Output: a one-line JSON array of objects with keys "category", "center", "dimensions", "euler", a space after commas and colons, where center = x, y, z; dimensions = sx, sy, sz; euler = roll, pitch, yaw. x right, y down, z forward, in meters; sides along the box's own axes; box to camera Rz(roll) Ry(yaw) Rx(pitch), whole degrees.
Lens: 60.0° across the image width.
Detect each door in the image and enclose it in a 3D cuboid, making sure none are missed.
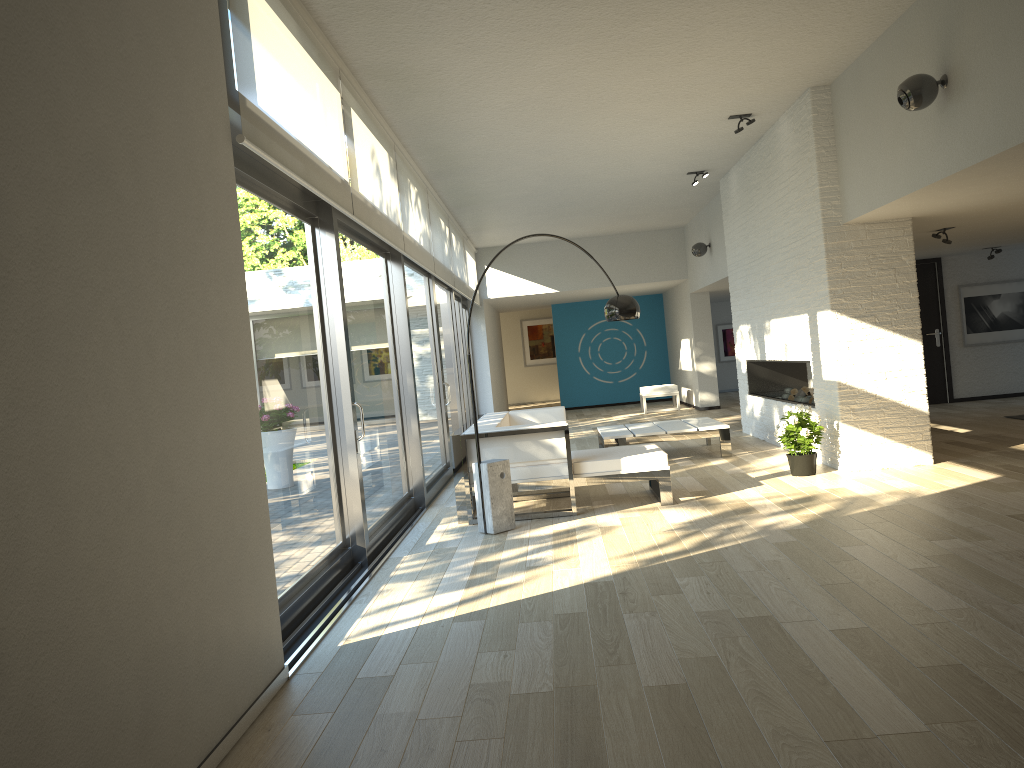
[{"category": "door", "center": [5.362, -0.679, 11.897], "dimensions": [0.920, 1.947, 0.108], "euler": [-5, 1, 3]}, {"category": "door", "center": [0.209, -0.193, 10.909], "dimensions": [19.439, 2.373, 22.954], "euler": [-5, 2, 3]}]

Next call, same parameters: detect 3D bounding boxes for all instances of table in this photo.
[{"category": "table", "center": [1.542, 0.592, 9.233], "dimensions": [1.220, 0.305, 1.220], "euler": [-5, 1, 3]}]

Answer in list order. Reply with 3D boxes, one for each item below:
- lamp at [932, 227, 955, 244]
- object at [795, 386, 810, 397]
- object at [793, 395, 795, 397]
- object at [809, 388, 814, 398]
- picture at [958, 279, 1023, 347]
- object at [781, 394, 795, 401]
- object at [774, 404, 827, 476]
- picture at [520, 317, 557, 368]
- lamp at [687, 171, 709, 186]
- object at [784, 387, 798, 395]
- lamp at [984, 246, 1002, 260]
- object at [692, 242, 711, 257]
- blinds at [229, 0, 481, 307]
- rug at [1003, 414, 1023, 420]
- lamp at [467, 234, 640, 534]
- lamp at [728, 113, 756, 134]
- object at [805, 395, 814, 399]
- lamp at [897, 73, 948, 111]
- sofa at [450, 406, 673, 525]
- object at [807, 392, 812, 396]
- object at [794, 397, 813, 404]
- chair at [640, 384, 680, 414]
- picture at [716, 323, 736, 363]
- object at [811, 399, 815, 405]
[{"category": "lamp", "center": [3.963, -1.350, 8.152], "dimensions": [0.135, 0.153, 0.234], "euler": [-5, 1, 3]}, {"category": "object", "center": [2.965, 0.106, 9.047], "dimensions": [0.093, 0.170, 0.272], "euler": [-6, 1, 1]}, {"category": "object", "center": [3.025, 0.137, 9.470], "dimensions": [0.076, 0.076, 0.236], "euler": [-6, 1, 1]}, {"category": "object", "center": [3.003, 0.112, 8.764], "dimensions": [0.064, 0.165, 0.225], "euler": [-6, 1, 2]}, {"category": "picture", "center": [6.468, -0.949, 11.819], "dimensions": [0.958, 0.828, 0.017], "euler": [-5, 1, 3]}, {"category": "object", "center": [2.953, 0.144, 9.486], "dimensions": [0.075, 0.074, 0.246], "euler": [-6, 1, 1]}, {"category": "object", "center": [2.316, 0.448, 7.106], "dimensions": [0.404, 0.571, 0.431], "euler": [-5, 1, 25]}, {"category": "picture", "center": [0.934, -1.067, 22.062], "dimensions": [1.378, 1.191, 0.017], "euler": [-5, 1, 3]}, {"category": "lamp", "center": [2.105, -2.320, 10.009], "dimensions": [0.234, 0.153, 0.135], "euler": [-5, 1, 3]}, {"category": "object", "center": [2.986, 0.076, 9.481], "dimensions": [0.082, 0.073, 0.237], "euler": [-6, 1, 2]}, {"category": "lamp", "center": [5.981, -1.622, 11.017], "dimensions": [0.234, 0.153, 0.135], "euler": [-5, 1, 3]}, {"category": "object", "center": [2.694, -1.901, 12.519], "dimensions": [0.315, 0.203, 0.201], "euler": [-5, 1, 3]}, {"category": "blinds", "center": [-0.833, -1.590, 9.081], "dimensions": [0.056, 0.984, 11.532], "euler": [-5, 2, 3]}, {"category": "rug", "center": [5.796, 0.339, 8.640], "dimensions": [0.979, 0.011, 1.999], "euler": [-5, 2, 3]}, {"category": "lamp", "center": [0.387, -0.089, 6.457], "dimensions": [1.755, 2.024, 0.282], "euler": [-7, 1, -45]}, {"category": "lamp", "center": [2.002, -2.248, 7.690], "dimensions": [0.234, 0.153, 0.135], "euler": [-5, 1, 3]}, {"category": "object", "center": [3.001, 0.154, 8.933], "dimensions": [0.076, 0.076, 0.236], "euler": [-6, 1, 1]}, {"category": "lamp", "center": [2.362, -1.669, 5.059], "dimensions": [0.315, 0.203, 0.201], "euler": [-5, 1, 3]}, {"category": "sofa", "center": [0.399, 0.578, 7.462], "dimensions": [1.545, 0.654, 2.405], "euler": [-5, 1, 3]}, {"category": "object", "center": [3.040, 0.107, 8.965], "dimensions": [0.064, 0.060, 0.229], "euler": [-5, 1, 4]}, {"category": "object", "center": [2.884, 0.170, 8.760], "dimensions": [0.075, 0.074, 0.245], "euler": [-6, 2, -19]}, {"category": "chair", "center": [2.584, 0.254, 15.550], "dimensions": [0.611, 0.442, 0.610], "euler": [-5, 1, 3]}, {"category": "picture", "center": [4.921, -0.916, 19.127], "dimensions": [0.958, 0.828, 0.017], "euler": [-5, 1, 3]}, {"category": "object", "center": [2.903, 0.178, 8.380], "dimensions": [0.075, 0.074, 0.246], "euler": [-6, 1, 1]}]
